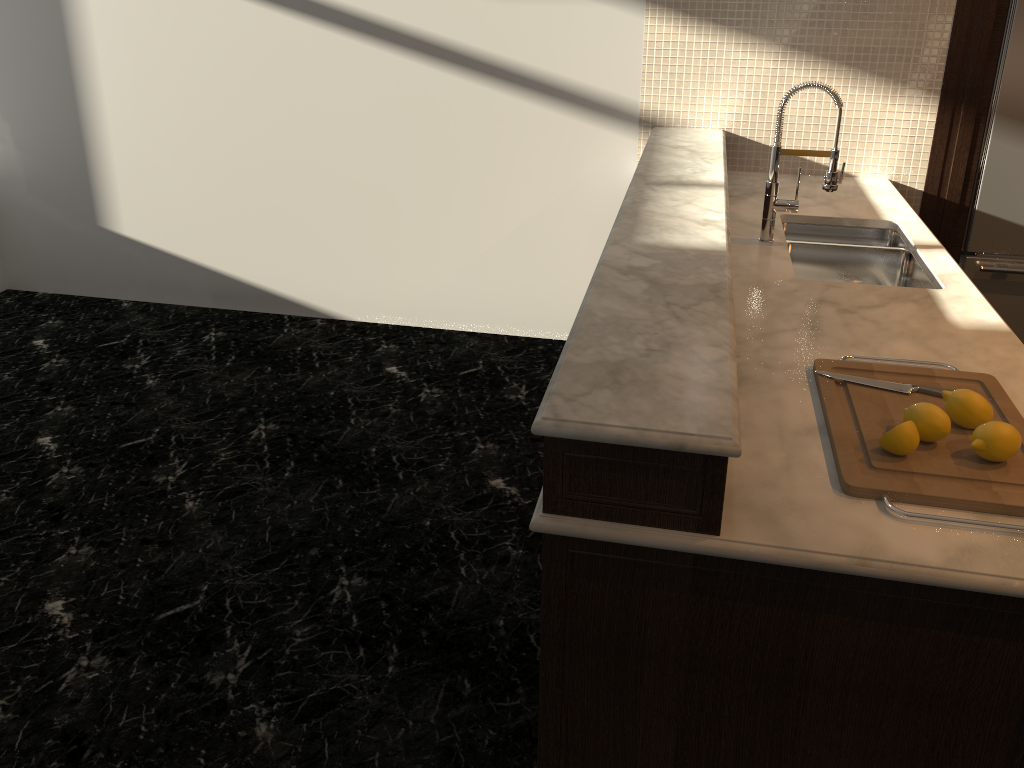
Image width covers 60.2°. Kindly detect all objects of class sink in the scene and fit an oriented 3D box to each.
[{"bbox_3d":[1.124,-0.329,2.971,0.458,0.206,0.826,5,26,11],"label":"sink"}]

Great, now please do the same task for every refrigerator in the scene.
[{"bbox_3d":[2.443,-0.270,3.950,0.903,0.554,0.151,6,22,11],"label":"refrigerator"},{"bbox_3d":[2.507,-1.079,3.926,0.891,2.055,0.708,5,22,11],"label":"refrigerator"}]

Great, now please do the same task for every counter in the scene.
[{"bbox_3d":[0.848,-0.326,2.683,1.055,0.031,2.962,6,26,11],"label":"counter"},{"bbox_3d":[0.493,-0.526,2.682,0.328,0.031,2.947,5,26,11],"label":"counter"}]

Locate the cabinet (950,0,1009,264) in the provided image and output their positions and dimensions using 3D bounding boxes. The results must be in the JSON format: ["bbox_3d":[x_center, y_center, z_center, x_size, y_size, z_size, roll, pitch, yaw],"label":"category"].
[{"bbox_3d":[2.911,-1.258,3.754,1.845,2.346,0.780,5,22,11],"label":"cabinet"}]

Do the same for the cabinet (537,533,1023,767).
[{"bbox_3d":[0.847,0.074,2.835,1.027,0.884,2.940,5,25,11],"label":"cabinet"}]

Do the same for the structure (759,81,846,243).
[{"bbox_3d":[0.954,-0.712,2.867,0.244,0.514,0.052,5,22,11],"label":"structure"}]

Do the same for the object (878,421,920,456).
[{"bbox_3d":[0.715,0.097,1.622,0.074,0.066,0.065,-10,26,-23],"label":"object"}]

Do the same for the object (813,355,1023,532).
[{"bbox_3d":[0.822,0.086,1.748,0.385,0.021,0.689,6,26,11],"label":"object"}]

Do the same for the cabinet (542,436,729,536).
[{"bbox_3d":[0.495,-0.447,2.724,0.293,0.148,2.928,5,26,11],"label":"cabinet"}]

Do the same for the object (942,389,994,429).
[{"bbox_3d":[0.891,0.049,1.725,0.082,0.071,0.082,0,24,0],"label":"object"}]

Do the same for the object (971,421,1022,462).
[{"bbox_3d":[0.880,0.104,1.606,0.081,0.069,0.085,12,26,25],"label":"object"}]

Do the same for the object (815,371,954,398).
[{"bbox_3d":[0.815,0.006,1.882,0.332,0.013,0.043,11,27,21],"label":"object"}]

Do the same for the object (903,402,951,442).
[{"bbox_3d":[0.785,0.072,1.672,0.083,0.069,0.083,10,25,21],"label":"object"}]
